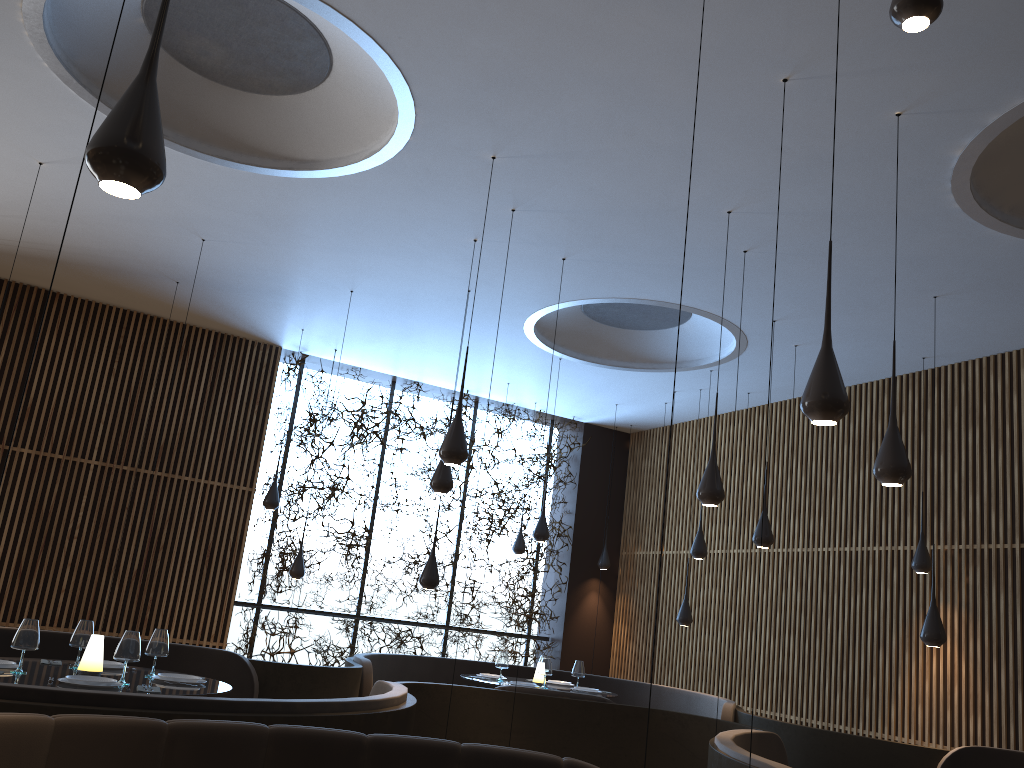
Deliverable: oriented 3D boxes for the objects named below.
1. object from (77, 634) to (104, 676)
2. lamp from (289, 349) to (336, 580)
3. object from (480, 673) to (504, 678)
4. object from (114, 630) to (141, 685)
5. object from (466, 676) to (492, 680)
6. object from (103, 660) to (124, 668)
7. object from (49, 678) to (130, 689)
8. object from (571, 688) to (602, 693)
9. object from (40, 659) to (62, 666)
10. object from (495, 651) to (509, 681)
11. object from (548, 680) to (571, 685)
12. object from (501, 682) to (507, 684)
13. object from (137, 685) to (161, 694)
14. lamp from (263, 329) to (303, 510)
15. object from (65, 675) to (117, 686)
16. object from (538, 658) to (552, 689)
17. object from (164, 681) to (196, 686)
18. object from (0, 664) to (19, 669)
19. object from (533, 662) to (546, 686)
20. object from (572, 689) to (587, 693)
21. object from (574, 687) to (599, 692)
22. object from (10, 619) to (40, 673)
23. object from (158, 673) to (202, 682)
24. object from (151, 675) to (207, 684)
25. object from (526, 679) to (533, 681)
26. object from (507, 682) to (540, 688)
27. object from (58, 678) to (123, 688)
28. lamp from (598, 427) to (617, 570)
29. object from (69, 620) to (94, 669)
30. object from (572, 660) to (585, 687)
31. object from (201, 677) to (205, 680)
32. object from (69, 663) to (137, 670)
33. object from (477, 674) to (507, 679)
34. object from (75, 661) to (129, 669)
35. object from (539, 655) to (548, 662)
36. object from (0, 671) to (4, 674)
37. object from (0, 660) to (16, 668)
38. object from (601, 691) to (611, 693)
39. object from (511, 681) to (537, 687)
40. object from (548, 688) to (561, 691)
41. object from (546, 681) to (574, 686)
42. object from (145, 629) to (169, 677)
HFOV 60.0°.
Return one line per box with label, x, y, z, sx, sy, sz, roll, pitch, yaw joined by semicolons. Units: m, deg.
object;-2.533;1.638;5.366;0.144;0.231;0.143;10;-14;-11
lamp;-2.474;0.970;11.209;0.196;2.943;0.197;5;-14;8
object;-0.218;3.153;9.562;0.263;0.029;0.265;5;-15;9
object;-2.215;1.573;5.099;0.142;0.293;0.142;-2;-17;33
object;-0.355;3.083;9.299;0.262;0.016;0.127;0;-16;24
object;-2.700;1.846;5.840;0.263;0.029;0.265;-1;-17;28
object;-2.312;1.638;4.853;0.411;0.011;0.205;14;-17;-25
object;0.773;3.194;9.230;0.333;0.014;0.332;20;-20;-40
object;-2.977;1.799;5.726;0.127;0.016;0.263;14;-17;-24
object;-0.108;2.986;9.383;0.142;0.293;0.142;16;-16;-31
object;0.530;3.324;9.858;0.264;0.029;0.264;17;-18;-34
object;0.109;3.027;8.906;0.410;0.011;0.206;2;-16;18
object;-2.026;1.704;4.944;0.127;0.016;0.263;13;-16;-20
lamp;-2.696;0.402;10.613;0.196;2.210;0.197;5;-14;8
object;-2.307;1.629;4.858;0.263;0.029;0.264;10;-15;-11
object;0.338;2.945;9.031;0.142;0.293;0.142;16;-17;-33
object;-2.081;1.852;5.542;0.205;0.011;0.412;12;-16;-19
object;-3.008;1.621;5.107;0.332;0.014;0.333;-5;-19;37
object;0.300;3.080;9.430;0.142;0.231;0.145;-6;-19;42
object;0.772;3.194;9.225;0.204;0.011;0.413;0;-16;24
object;0.774;3.184;9.232;0.264;0.029;0.264;19;-19;-37
object;-2.776;1.492;5.052;0.142;0.293;0.143;1;-15;24
object;-2.082;1.843;5.549;0.264;0.029;0.264;16;-17;-31
object;-2.083;1.852;5.546;0.332;0.014;0.333;9;-15;-9
object;0.247;3.336;9.966;0.126;0.016;0.263;2;-16;18
object;0.114;3.026;8.905;0.333;0.014;0.332;20;-19;-39
object;-2.308;1.638;4.856;0.332;0.014;0.333;12;-16;-17
lamp;1.516;1.743;13.683;0.196;2.210;0.197;7;-14;-2
object;-2.746;1.658;5.653;0.142;0.293;0.143;-1;-16;29
object;0.708;3.110;9.476;0.142;0.293;0.143;3;-14;16
object;-2.157;1.927;5.832;0.262;0.016;0.127;11;-16;-15
object;-2.698;1.858;5.840;0.412;0.011;0.205;15;-17;-29
object;-0.219;3.162;9.560;0.333;0.014;0.333;15;-17;-28
object;-2.701;1.855;5.838;0.332;0.014;0.333;12;-16;-18
object;0.345;3.148;9.780;0.142;0.293;0.142;14;-16;-26
object;-2.916;1.563;4.824;0.262;0.016;0.127;12;-16;-19
object;-3.007;1.612;5.110;0.263;0.029;0.264;10;-15;-13
object;0.924;3.286;9.477;0.262;0.016;0.127;-1;-17;28
object;0.115;3.017;8.907;0.263;0.029;0.264;13;-16;-21
object;0.385;3.030;8.772;0.126;0.016;0.263;1;-16;22
object;0.529;3.333;9.856;0.333;0.014;0.333;15;-17;-28
object;-2.277;1.722;5.680;0.142;0.293;0.143;8;-14;-6
